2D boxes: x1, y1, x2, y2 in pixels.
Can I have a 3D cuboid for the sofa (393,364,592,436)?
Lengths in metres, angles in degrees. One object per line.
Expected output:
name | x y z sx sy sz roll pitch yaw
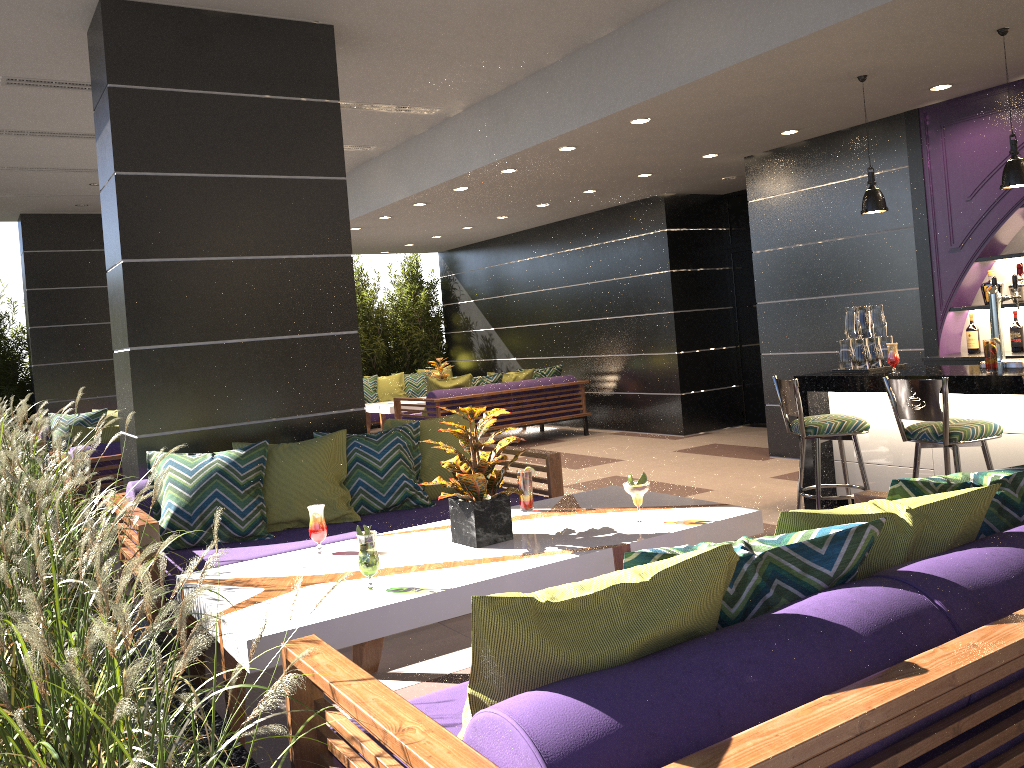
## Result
sofa | -0.234 0.275 10.746 2.131 0.919 1.117 -6 3 -32

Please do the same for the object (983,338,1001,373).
object | 2.620 -0.157 4.832 0.067 0.190 0.084 -5 0 -7

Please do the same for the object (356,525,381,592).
object | -0.461 0.552 2.838 0.068 0.211 0.069 -5 0 41

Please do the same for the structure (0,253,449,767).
structure | 1.919 -0.575 3.219 7.837 3.121 24.685 -7 4 -32

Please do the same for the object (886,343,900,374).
object | 2.303 -0.156 5.347 0.068 0.181 0.069 -5 0 30

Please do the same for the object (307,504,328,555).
object | -0.744 0.559 3.397 0.068 0.181 0.069 -5 0 41

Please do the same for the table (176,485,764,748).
table | -0.094 0.875 3.368 2.042 0.553 0.940 -7 3 -32

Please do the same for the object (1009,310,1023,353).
object | 3.569 -0.373 6.258 0.086 0.299 0.086 -5 0 17

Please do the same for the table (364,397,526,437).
table | -0.872 0.448 11.823 2.042 0.553 0.940 -7 3 -32

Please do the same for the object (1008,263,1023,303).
object | 3.573 -0.709 6.211 0.123 0.279 0.123 -5 0 -18

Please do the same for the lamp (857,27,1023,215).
lamp | 2.483 -1.506 5.200 0.193 0.864 1.079 -5 2 -32

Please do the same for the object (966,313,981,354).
object | 3.399 -0.373 6.530 0.086 0.299 0.086 -5 0 17

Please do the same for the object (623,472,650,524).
object | 0.492 0.444 3.466 0.106 0.197 0.106 -5 1 -4

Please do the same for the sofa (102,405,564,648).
sofa | -0.896 0.685 4.640 2.131 0.919 1.117 -6 3 -32

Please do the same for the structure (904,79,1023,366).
structure | 4.361 -0.686 4.793 0.531 2.760 4.622 -5 2 -32

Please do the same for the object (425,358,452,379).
object | -0.952 -0.085 11.790 0.430 0.526 0.424 -5 1 -15

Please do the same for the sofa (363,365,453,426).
sofa | -1.592 0.261 12.922 2.131 0.919 1.117 -6 3 -32

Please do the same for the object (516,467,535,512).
object | 0.068 0.459 3.866 0.084 0.190 0.067 -5 0 -7

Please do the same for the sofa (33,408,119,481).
sofa | -3.966 0.654 9.556 2.131 0.919 1.117 -6 3 -32

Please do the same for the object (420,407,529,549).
object | -0.133 0.337 3.363 0.431 0.526 0.424 -5 1 -20

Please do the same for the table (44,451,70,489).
table | -3.290 0.843 8.485 2.042 0.553 0.940 -7 3 -32

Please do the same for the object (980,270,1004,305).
object | 3.459 -0.694 6.374 0.094 0.248 0.151 -5 1 -43

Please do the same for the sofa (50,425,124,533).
sofa | -2.607 0.667 7.380 2.131 0.919 1.117 -6 3 -32

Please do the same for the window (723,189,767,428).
window | 3.100 -0.869 9.730 0.109 2.761 1.823 -5 1 -32

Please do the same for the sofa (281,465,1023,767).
sofa | 0.664 0.700 2.142 2.131 0.919 1.117 -6 3 -32
